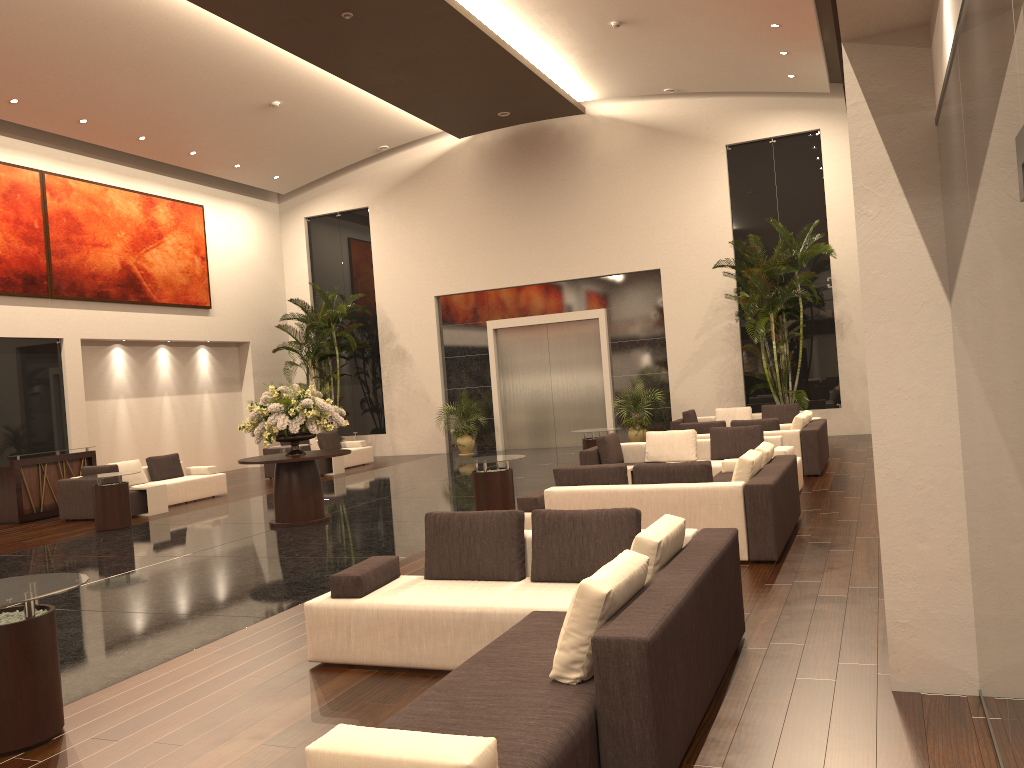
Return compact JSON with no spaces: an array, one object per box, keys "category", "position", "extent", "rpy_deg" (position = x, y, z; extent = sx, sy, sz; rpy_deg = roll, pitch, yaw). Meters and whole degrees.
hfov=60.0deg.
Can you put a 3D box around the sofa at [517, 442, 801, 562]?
[{"category":"sofa","position":[1.646,1.114,9.424],"extent":[2.586,0.862,3.366],"rpy_deg":[-4,0,23]}]

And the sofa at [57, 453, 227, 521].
[{"category":"sofa","position":[-6.241,1.713,15.440],"extent":[1.291,0.862,2.846],"rpy_deg":[-4,0,23]}]

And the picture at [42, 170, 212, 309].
[{"category":"picture","position":[-8.316,-3.020,19.547],"extent":[0.070,2.526,4.515],"rpy_deg":[-4,0,23]}]

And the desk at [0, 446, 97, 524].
[{"category":"desk","position":[-8.068,1.728,15.339],"extent":[0.760,1.114,1.634],"rpy_deg":[-4,0,23]}]

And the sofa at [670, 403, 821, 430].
[{"category":"sofa","position":[4.565,0.870,17.186],"extent":[2.846,0.862,1.291],"rpy_deg":[-4,0,23]}]

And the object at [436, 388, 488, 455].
[{"category":"object","position":[-1.169,0.895,21.793],"extent":[1.373,1.682,1.297],"rpy_deg":[-5,0,-34]}]

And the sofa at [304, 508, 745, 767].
[{"category":"sofa","position":[-0.393,1.284,4.480],"extent":[2.586,0.862,3.366],"rpy_deg":[-4,0,23]}]

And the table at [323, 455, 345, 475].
[{"category":"table","position":[-3.927,1.728,19.252],"extent":[0.400,0.460,0.400],"rpy_deg":[-4,0,23]}]

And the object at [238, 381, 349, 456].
[{"category":"object","position":[-2.990,0.426,12.149],"extent":[1.453,1.097,1.402],"rpy_deg":[-4,0,-21]}]

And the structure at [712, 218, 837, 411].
[{"category":"structure","position":[5.563,-1.089,18.316],"extent":[2.436,4.611,2.531],"rpy_deg":[-4,0,-6]}]

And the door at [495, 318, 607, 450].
[{"category":"door","position":[0.978,0.041,21.757],"extent":[2.767,3.048,0.040],"rpy_deg":[-4,0,23]}]

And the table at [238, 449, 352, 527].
[{"category":"table","position":[-2.935,1.433,12.164],"extent":[1.498,0.921,1.498],"rpy_deg":[-4,0,14]}]

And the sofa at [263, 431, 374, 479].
[{"category":"sofa","position":[-4.247,1.548,20.229],"extent":[1.291,0.862,2.846],"rpy_deg":[-4,0,23]}]

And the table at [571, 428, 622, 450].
[{"category":"table","position":[1.418,1.152,14.591],"extent":[0.833,0.795,0.844],"rpy_deg":[-4,0,-16]}]

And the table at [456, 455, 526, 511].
[{"category":"table","position":[-0.217,1.288,10.592],"extent":[0.833,0.795,0.844],"rpy_deg":[-4,0,-16]}]

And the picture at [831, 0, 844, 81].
[{"category":"picture","position":[1.887,-3.781,5.475],"extent":[0.070,2.526,4.515],"rpy_deg":[-4,0,23]}]

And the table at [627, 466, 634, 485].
[{"category":"table","position":[1.427,1.329,11.647],"extent":[0.400,0.460,0.400],"rpy_deg":[-4,0,23]}]

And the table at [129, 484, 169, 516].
[{"category":"table","position":[-5.922,1.894,14.463],"extent":[0.400,0.460,0.400],"rpy_deg":[-4,0,23]}]

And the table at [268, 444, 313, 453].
[{"category":"table","position":[-4.209,1.584,16.949],"extent":[0.833,0.795,0.844],"rpy_deg":[-4,0,-16]}]

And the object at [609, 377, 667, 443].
[{"category":"object","position":[2.797,0.591,20.075],"extent":[1.373,1.682,1.297],"rpy_deg":[-5,0,-29]}]

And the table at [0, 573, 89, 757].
[{"category":"table","position":[-2.673,1.492,4.694],"extent":[0.844,0.795,0.833],"rpy_deg":[-5,0,-28]}]

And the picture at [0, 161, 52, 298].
[{"category":"picture","position":[-10.053,-2.875,15.374],"extent":[0.070,2.526,4.515],"rpy_deg":[-4,0,23]}]

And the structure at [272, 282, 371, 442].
[{"category":"structure","position":[-4.711,-0.300,22.776],"extent":[2.436,4.611,2.531],"rpy_deg":[-4,0,-6]}]

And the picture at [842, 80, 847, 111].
[{"category":"picture","position":[3.623,-3.925,9.644],"extent":[0.070,2.526,4.515],"rpy_deg":[-4,0,23]}]

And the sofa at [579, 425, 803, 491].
[{"category":"sofa","position":[2.385,1.051,11.951],"extent":[2.846,0.862,1.291],"rpy_deg":[-4,0,23]}]

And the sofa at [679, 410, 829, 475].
[{"category":"sofa","position":[3.825,0.933,14.658],"extent":[2.586,0.862,3.366],"rpy_deg":[-4,0,23]}]

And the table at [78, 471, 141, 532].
[{"category":"table","position":[-5.844,1.720,12.950],"extent":[0.833,0.795,0.844],"rpy_deg":[-4,0,-16]}]
